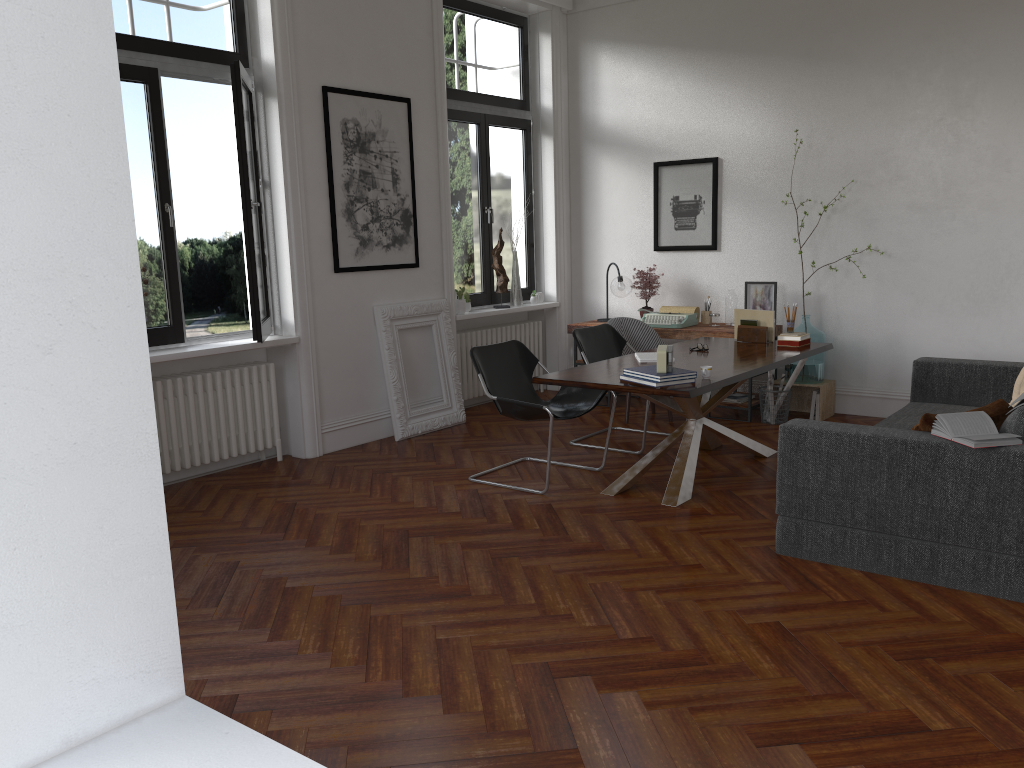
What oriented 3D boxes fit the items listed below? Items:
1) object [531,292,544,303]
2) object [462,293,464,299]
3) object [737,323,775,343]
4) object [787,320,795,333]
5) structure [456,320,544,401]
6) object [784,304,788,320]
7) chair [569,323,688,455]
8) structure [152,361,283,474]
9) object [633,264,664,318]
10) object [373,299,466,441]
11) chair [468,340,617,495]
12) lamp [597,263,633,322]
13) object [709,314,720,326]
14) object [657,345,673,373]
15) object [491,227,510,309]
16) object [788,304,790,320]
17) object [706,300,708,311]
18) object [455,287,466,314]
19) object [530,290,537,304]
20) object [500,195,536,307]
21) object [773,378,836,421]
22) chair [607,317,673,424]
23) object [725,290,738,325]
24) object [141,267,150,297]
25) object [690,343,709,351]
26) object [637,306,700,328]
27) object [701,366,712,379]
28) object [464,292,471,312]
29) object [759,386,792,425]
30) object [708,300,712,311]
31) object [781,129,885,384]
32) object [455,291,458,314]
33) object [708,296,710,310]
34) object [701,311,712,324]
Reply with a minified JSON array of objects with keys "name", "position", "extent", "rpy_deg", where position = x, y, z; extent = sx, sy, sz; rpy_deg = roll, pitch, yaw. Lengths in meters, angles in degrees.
[{"name":"object","position":[0.253,-0.867,8.893],"extent":[0.132,0.098,0.134],"rpy_deg":[0,10,8]},{"name":"object","position":[-0.452,-0.726,7.896],"extent":[0.051,0.189,0.051],"rpy_deg":[-5,11,-17]},{"name":"object","position":[1.785,-0.393,6.485],"extent":[0.228,0.167,0.149],"rpy_deg":[6,13,37]},{"name":"object","position":[1.982,-0.410,6.307],"extent":[0.058,0.091,0.058],"rpy_deg":[3,11,25]},{"name":"structure","position":[-0.167,-0.166,8.535],"extent":[0.225,0.781,1.449],"rpy_deg":[6,13,37]},{"name":"object","position":[1.952,-0.475,6.297],"extent":[0.049,0.194,0.008],"rpy_deg":[0,11,7]},{"name":"chair","position":[0.893,0.011,6.671],"extent":[0.745,0.876,0.750],"rpy_deg":[6,13,37]},{"name":"structure","position":[-2.172,0.316,6.005],"extent":[0.225,0.781,1.449],"rpy_deg":[6,13,37]},{"name":"object","position":[1.244,-0.850,8.245],"extent":[0.290,0.531,0.307],"rpy_deg":[-3,10,-7]},{"name":"object","position":[-0.731,-0.135,7.266],"extent":[0.233,1.066,0.828],"rpy_deg":[6,13,37]},{"name":"chair","position":[0.172,0.184,5.762],"extent":[0.745,0.876,0.750],"rpy_deg":[6,13,37]},{"name":"lamp","position":[0.958,-0.858,8.291],"extent":[0.207,0.552,0.440],"rpy_deg":[-7,12,-28]},{"name":"object","position":[1.762,-0.558,7.716],"extent":[0.093,0.102,0.093],"rpy_deg":[4,12,29]},{"name":"object","position":[0.848,-0.139,4.902],"extent":[0.082,0.126,0.274],"rpy_deg":[0,10,12]},{"name":"object","position":[-0.110,-1.080,8.266],"extent":[0.165,0.756,0.142],"rpy_deg":[-4,11,-9]},{"name":"object","position":[1.963,-0.472,6.273],"extent":[0.008,0.194,0.049],"rpy_deg":[8,14,42]},{"name":"object","position":[1.738,-0.647,7.928],"extent":[0.008,0.208,0.054],"rpy_deg":[3,12,25]},{"name":"object","position":[-0.453,-0.736,7.791],"extent":[0.098,0.245,0.102],"rpy_deg":[1,11,16]},{"name":"object","position":[0.213,-0.853,8.705],"extent":[0.072,0.135,0.072],"rpy_deg":[-7,12,-26]},{"name":"object","position":[0.076,-1.268,8.438],"extent":[0.289,1.058,0.295],"rpy_deg":[7,14,40]},{"name":"object","position":[2.446,0.132,7.473],"extent":[0.434,0.318,0.340],"rpy_deg":[6,13,37]},{"name":"chair","position":[1.077,-0.138,7.493],"extent":[0.716,0.903,0.546],"rpy_deg":[4,12,30]},{"name":"object","position":[1.921,-0.673,7.763],"extent":[0.111,0.303,0.111],"rpy_deg":[-5,11,-15]},{"name":"object","position":[-2.406,-0.468,5.466],"extent":[0.317,0.602,0.539],"rpy_deg":[0,10,9]},{"name":"object","position":[1.283,-0.256,6.126],"extent":[0.133,0.047,0.114],"rpy_deg":[-2,10,1]},{"name":"object","position":[1.353,-0.601,7.870],"extent":[0.534,0.149,0.483],"rpy_deg":[5,12,36]},{"name":"object","position":[1.078,-0.064,4.949],"extent":[0.082,0.065,0.064],"rpy_deg":[-8,12,-31]},{"name":"object","position":[-0.414,-0.746,8.022],"extent":[0.097,0.186,0.099],"rpy_deg":[-7,12,-29]},{"name":"object","position":[2.150,0.185,7.255],"extent":[0.261,0.306,0.260],"rpy_deg":[-1,10,3]},{"name":"object","position":[1.755,-0.646,7.911],"extent":[0.054,0.208,0.008],"rpy_deg":[2,11,21]},{"name":"object","position":[2.590,-1.034,7.208],"extent":[0.807,2.066,0.352],"rpy_deg":[2,11,19]},{"name":"object","position":[-0.511,-0.730,7.857],"extent":[0.051,0.214,0.051],"rpy_deg":[-5,11,-17]},{"name":"object","position":[1.753,-0.664,7.921],"extent":[0.023,0.240,0.028],"rpy_deg":[6,13,35]},{"name":"object","position":[1.735,-0.595,7.913],"extent":[0.075,0.114,0.058],"rpy_deg":[6,13,37]}]
